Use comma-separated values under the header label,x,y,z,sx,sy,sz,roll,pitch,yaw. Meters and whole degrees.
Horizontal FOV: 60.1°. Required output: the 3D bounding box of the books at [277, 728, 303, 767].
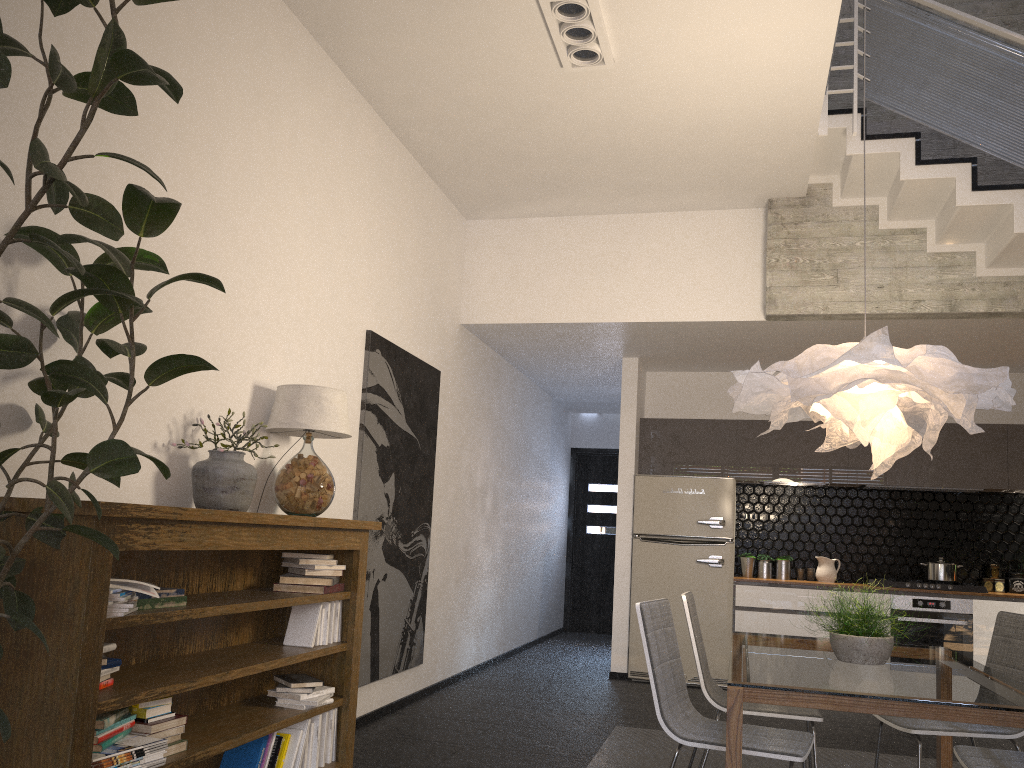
label,x,y,z,sx,sy,sz,roll,pitch,yaw
books,-0.967,1.537,3.681,0.155,0.193,0.105,1,-8,15

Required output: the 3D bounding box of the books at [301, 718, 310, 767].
label,x,y,z,sx,sy,sz,roll,pitch,yaw
books,-0.958,1.534,3.796,0.175,0.241,0.024,1,-7,15

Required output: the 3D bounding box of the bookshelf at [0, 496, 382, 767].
label,x,y,z,sx,sy,sz,roll,pitch,yaw
bookshelf,-1.102,1.059,3.262,0.451,1.164,1.934,1,-9,15

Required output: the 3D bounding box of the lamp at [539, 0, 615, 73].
label,x,y,z,sx,sy,sz,roll,pitch,yaw
lamp,0.318,-1.689,4.214,0.253,0.065,0.650,0,-10,15

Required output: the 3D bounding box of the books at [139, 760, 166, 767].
label,x,y,z,sx,sy,sz,roll,pitch,yaw
books,-1.223,1.140,2.634,0.218,0.008,0.307,0,-10,19

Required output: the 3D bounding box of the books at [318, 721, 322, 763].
label,x,y,z,sx,sy,sz,roll,pitch,yaw
books,-0.919,1.547,3.858,0.174,0.242,0.019,1,-7,15

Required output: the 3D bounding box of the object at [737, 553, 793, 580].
label,x,y,z,sx,sy,sz,roll,pitch,yaw
object,2.198,1.579,7.691,0.482,0.219,0.174,1,-8,12

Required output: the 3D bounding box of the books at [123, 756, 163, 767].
label,x,y,z,sx,sy,sz,roll,pitch,yaw
books,-1.228,1.127,2.636,0.218,0.008,0.290,-1,-10,21

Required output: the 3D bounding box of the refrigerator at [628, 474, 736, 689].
label,x,y,z,sx,sy,sz,roll,pitch,yaw
refrigerator,1.468,1.662,7.568,0.829,1.700,0.775,1,-8,15

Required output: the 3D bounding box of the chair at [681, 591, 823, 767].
label,x,y,z,sx,sy,sz,roll,pitch,yaw
chair,1.044,1.409,3.917,0.601,0.913,0.478,1,-8,15

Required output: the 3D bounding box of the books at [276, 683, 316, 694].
label,x,y,z,sx,sy,sz,roll,pitch,yaw
books,-0.925,1.304,3.821,0.155,0.022,0.206,4,-10,-5

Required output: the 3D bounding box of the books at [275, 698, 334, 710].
label,x,y,z,sx,sy,sz,roll,pitch,yaw
books,-0.893,1.371,3.815,0.155,0.020,0.206,-1,-11,24

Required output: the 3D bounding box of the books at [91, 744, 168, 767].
label,x,y,z,sx,sy,sz,roll,pitch,yaw
books,-1.222,1.098,2.646,0.218,0.007,0.307,0,-10,18

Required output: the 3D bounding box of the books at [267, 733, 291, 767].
label,x,y,z,sx,sy,sz,roll,pitch,yaw
books,-1.012,1.537,3.641,0.146,0.182,0.148,0,-8,18

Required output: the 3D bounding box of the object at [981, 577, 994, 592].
label,x,y,z,sx,sy,sz,roll,pitch,yaw
object,3.904,1.649,7.272,0.083,0.112,0.083,1,-8,15

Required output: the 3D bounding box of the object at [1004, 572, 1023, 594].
label,x,y,z,sx,sy,sz,roll,pitch,yaw
object,4.107,1.619,7.213,0.141,0.173,0.142,1,-8,15

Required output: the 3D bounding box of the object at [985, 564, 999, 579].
label,x,y,z,sx,sy,sz,roll,pitch,yaw
object,3.939,1.537,7.264,0.083,0.112,0.083,4,-8,-5

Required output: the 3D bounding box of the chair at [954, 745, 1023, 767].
label,x,y,z,sx,sy,sz,roll,pitch,yaw
chair,1.833,1.283,2.943,0.601,0.913,0.478,1,-8,17

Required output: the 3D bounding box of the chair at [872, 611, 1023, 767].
label,x,y,z,sx,sy,sz,roll,pitch,yaw
chair,1.882,1.415,3.698,0.601,0.913,0.478,3,-7,1

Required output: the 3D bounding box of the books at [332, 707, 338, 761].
label,x,y,z,sx,sy,sz,roll,pitch,yaw
books,-0.878,1.576,4.016,0.174,0.243,0.040,1,-7,15

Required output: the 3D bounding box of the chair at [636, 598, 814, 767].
label,x,y,z,sx,sy,sz,roll,pitch,yaw
chair,0.770,1.278,3.235,0.601,0.913,0.478,0,-8,24

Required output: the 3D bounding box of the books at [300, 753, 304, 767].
label,x,y,z,sx,sy,sz,roll,pitch,yaw
books,-0.951,1.545,3.743,0.155,0.202,0.073,1,-7,15

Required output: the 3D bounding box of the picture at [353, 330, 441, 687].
label,x,y,z,sx,sy,sz,roll,pitch,yaw
picture,-0.723,0.798,5.565,0.033,2.014,1.242,1,-8,15

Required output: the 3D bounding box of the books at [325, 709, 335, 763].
label,x,y,z,sx,sy,sz,roll,pitch,yaw
books,-0.888,1.571,3.987,0.175,0.241,0.024,1,-7,15

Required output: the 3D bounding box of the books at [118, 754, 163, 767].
label,x,y,z,sx,sy,sz,roll,pitch,yaw
books,-1.228,1.121,2.637,0.218,0.008,0.290,-1,-10,21

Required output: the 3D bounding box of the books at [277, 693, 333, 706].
label,x,y,z,sx,sy,sz,roll,pitch,yaw
books,-0.890,1.352,3.822,0.174,0.019,0.245,2,-10,5

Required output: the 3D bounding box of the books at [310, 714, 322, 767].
label,x,y,z,sx,sy,sz,roll,pitch,yaw
books,-0.916,1.543,3.835,0.175,0.241,0.024,1,-7,15

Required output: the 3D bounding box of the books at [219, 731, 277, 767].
label,x,y,z,sx,sy,sz,roll,pitch,yaw
books,-1.073,1.500,3.589,0.171,0.226,0.166,1,-8,15

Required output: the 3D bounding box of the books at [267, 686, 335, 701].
label,x,y,z,sx,sy,sz,roll,pitch,yaw
books,-0.910,1.330,3.829,0.175,0.023,0.245,-1,-11,24

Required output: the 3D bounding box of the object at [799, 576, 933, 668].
label,x,y,z,sx,sy,sz,roll,pitch,yaw
object,1.369,0.931,3.516,0.531,0.365,0.673,1,-9,10

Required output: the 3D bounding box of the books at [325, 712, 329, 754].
label,x,y,z,sx,sy,sz,roll,pitch,yaw
books,-0.914,1.566,3.967,0.175,0.241,0.024,1,-7,15

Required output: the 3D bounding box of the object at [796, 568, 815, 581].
label,x,y,z,sx,sy,sz,roll,pitch,yaw
object,2.530,1.641,7.636,0.160,0.110,0.078,0,-8,20

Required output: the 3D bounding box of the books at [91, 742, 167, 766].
label,x,y,z,sx,sy,sz,roll,pitch,yaw
books,-1.225,1.091,2.649,0.218,0.007,0.307,0,-10,19

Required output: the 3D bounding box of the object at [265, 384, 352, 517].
label,x,y,z,sx,sy,sz,roll,pitch,yaw
object,-0.930,0.315,4.024,0.390,0.578,0.392,5,-8,-16

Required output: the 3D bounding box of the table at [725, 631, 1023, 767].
label,x,y,z,sx,sy,sz,roll,pitch,yaw
table,1.360,1.449,3.462,0.997,0.709,1.814,1,-10,15

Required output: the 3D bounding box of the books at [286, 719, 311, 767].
label,x,y,z,sx,sy,sz,roll,pitch,yaw
books,-0.955,1.525,3.721,0.174,0.233,0.101,1,-7,15

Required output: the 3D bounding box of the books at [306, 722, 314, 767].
label,x,y,z,sx,sy,sz,roll,pitch,yaw
books,-0.932,1.558,3.814,0.155,0.204,0.021,1,-7,15

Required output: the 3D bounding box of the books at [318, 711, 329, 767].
label,x,y,z,sx,sy,sz,roll,pitch,yaw
books,-0.904,1.558,3.918,0.174,0.242,0.019,1,-7,15

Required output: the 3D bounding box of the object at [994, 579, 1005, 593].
label,x,y,z,sx,sy,sz,roll,pitch,yaw
object,3.988,1.649,7.246,0.083,0.112,0.083,-1,-9,25

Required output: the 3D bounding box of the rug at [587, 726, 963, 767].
label,x,y,z,sx,sy,sz,roll,pitch,yaw
rug,1.333,1.795,3.406,2.370,0.006,3.714,0,-10,15

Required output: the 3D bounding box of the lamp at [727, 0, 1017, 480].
label,x,y,z,sx,sy,sz,roll,pitch,yaw
lamp,1.550,-2.189,3.876,1.118,5.178,1.068,0,-8,26

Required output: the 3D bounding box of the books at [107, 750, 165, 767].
label,x,y,z,sx,sy,sz,roll,pitch,yaw
books,-1.223,1.112,2.642,0.218,0.008,0.290,0,-10,19

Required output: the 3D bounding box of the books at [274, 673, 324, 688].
label,x,y,z,sx,sy,sz,roll,pitch,yaw
books,-0.925,1.283,3.831,0.148,0.023,0.222,9,-12,-33

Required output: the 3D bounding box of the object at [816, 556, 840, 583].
label,x,y,z,sx,sy,sz,roll,pitch,yaw
object,2.695,1.586,7.565,0.190,0.214,0.172,-1,-9,28

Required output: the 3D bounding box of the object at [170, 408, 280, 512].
label,x,y,z,sx,sy,sz,roll,pitch,yaw
object,-1.112,0.288,3.425,0.386,0.409,0.277,4,-8,-7

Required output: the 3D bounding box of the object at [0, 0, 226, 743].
label,x,y,z,sx,sy,sz,roll,pitch,yaw
object,-1.158,-0.191,1.935,0.908,3.178,2.025,4,-8,-7

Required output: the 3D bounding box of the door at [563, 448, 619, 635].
label,x,y,z,sx,sy,sz,roll,pitch,yaw
door,1.238,1.958,11.022,1.107,2.300,0.161,1,-7,15

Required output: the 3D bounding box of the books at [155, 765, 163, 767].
label,x,y,z,sx,sy,sz,roll,pitch,yaw
books,-1.224,1.154,2.632,0.218,0.008,0.307,0,-10,14
